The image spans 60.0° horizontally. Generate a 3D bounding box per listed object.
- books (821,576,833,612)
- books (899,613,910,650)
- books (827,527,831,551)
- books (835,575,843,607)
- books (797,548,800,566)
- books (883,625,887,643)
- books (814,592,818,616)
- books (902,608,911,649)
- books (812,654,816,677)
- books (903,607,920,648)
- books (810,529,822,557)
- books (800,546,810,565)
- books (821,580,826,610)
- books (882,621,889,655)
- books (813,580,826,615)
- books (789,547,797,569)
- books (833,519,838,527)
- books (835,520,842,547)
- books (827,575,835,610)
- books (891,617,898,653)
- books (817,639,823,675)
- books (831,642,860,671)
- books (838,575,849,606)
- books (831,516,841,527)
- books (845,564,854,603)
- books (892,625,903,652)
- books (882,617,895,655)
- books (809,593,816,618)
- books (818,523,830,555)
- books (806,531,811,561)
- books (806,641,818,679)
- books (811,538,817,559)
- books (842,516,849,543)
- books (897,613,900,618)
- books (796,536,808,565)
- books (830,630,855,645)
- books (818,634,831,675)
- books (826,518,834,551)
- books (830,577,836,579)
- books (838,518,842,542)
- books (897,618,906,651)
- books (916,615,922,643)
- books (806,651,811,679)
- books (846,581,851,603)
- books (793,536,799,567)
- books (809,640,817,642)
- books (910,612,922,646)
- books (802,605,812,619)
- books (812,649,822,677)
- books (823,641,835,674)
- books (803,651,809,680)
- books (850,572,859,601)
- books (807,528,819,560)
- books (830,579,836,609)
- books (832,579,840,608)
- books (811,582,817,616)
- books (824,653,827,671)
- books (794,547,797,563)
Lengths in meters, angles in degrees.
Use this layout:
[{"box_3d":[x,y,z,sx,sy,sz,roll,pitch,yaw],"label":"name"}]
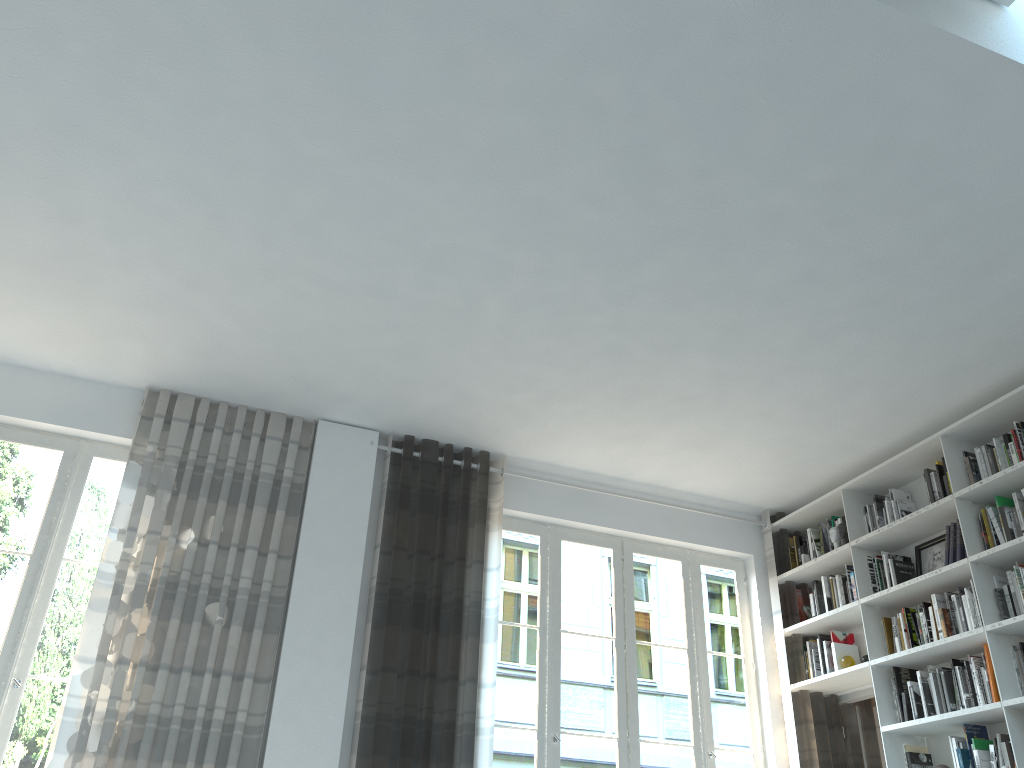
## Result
[{"box_3d":[2.137,1.419,5.845,0.179,0.284,0.021,13,-32,-18],"label":"books"},{"box_3d":[2.359,1.472,5.172,0.187,0.251,0.014,13,-32,-18],"label":"books"},{"box_3d":[2.202,1.091,5.976,0.130,0.256,0.031,13,-32,-18],"label":"books"},{"box_3d":[2.189,1.377,5.746,0.167,0.259,0.026,13,-32,-18],"label":"books"},{"box_3d":[2.074,1.248,6.189,0.167,0.193,0.024,13,-32,-18],"label":"books"},{"box_3d":[2.306,1.556,5.297,0.151,0.231,0.022,13,-32,-18],"label":"books"},{"box_3d":[2.105,1.495,5.920,0.172,0.227,0.023,13,-32,-18],"label":"books"},{"box_3d":[2.369,1.454,5.167,0.164,0.279,0.020,13,-32,-18],"label":"books"},{"box_3d":[2.059,1.882,5.831,0.160,0.196,0.029,13,-32,-18],"label":"books"},{"box_3d":[2.365,1.446,5.150,0.164,0.276,0.011,13,-32,-18],"label":"books"},{"box_3d":[2.140,1.120,6.034,0.191,0.261,0.057,13,-32,-18],"label":"books"},{"box_3d":[2.089,1.226,6.144,0.182,0.185,0.028,13,-32,-18],"label":"books"},{"box_3d":[2.141,1.451,5.901,0.133,0.286,0.028,13,-32,-18],"label":"books"},{"box_3d":[2.308,1.557,5.319,0.161,0.252,0.012,13,-32,-18],"label":"books"},{"box_3d":[2.110,1.460,5.913,0.186,0.281,0.023,13,-32,-18],"label":"books"},{"box_3d":[2.040,1.273,6.258,0.188,0.218,0.014,13,-32,-18],"label":"books"},{"box_3d":[2.228,1.041,5.907,0.158,0.274,0.013,13,-32,-18],"label":"books"},{"box_3d":[2.230,1.033,5.862,0.168,0.242,0.025,13,-32,-18],"label":"books"},{"box_3d":[2.166,1.407,5.829,0.155,0.290,0.038,13,-32,-18],"label":"books"},{"box_3d":[2.333,1.522,5.262,0.153,0.257,0.062,13,-32,-18],"label":"books"},{"box_3d":[2.084,1.816,5.799,0.156,0.280,0.022,13,-32,-18],"label":"books"},{"box_3d":[2.129,1.763,5.638,0.187,0.210,0.030,13,-32,-18],"label":"books"},{"box_3d":[2.199,1.368,5.721,0.166,0.249,0.030,13,-32,-18],"label":"books"},{"box_3d":[2.216,1.045,5.954,0.129,0.313,0.029,13,-32,-18],"label":"books"},{"box_3d":[2.230,1.310,5.672,0.189,0.301,0.012,13,-32,-18],"label":"books"},{"box_3d":[2.326,1.523,5.203,0.175,0.194,0.027,13,-32,-18],"label":"books"},{"box_3d":[2.305,1.533,5.288,0.180,0.262,0.012,13,-32,-18],"label":"books"},{"box_3d":[2.092,1.532,5.972,0.166,0.216,0.034,13,-32,-18],"label":"books"},{"box_3d":[2.173,1.092,6.005,0.182,0.281,0.039,13,-32,-18],"label":"books"},{"box_3d":[2.117,1.164,6.130,0.160,0.279,0.010,13,-32,-18],"label":"books"},{"box_3d":[2.043,1.856,5.870,0.170,0.280,0.023,13,-32,-18],"label":"books"},{"box_3d":[2.132,1.161,6.049,0.175,0.205,0.030,13,-32,-18],"label":"books"},{"box_3d":[2.253,1.005,5.830,0.147,0.258,0.027,13,-32,-18],"label":"books"},{"box_3d":[2.349,1.489,5.210,0.151,0.261,0.010,13,-32,-18],"label":"books"},{"box_3d":[2.080,1.203,6.186,0.177,0.268,0.025,13,-32,-18],"label":"books"},{"box_3d":[2.135,1.738,5.681,0.179,0.297,0.013,13,-32,-18],"label":"books"},{"box_3d":[2.084,1.781,5.754,0.187,0.295,0.013,13,-32,-18],"label":"books"},{"box_3d":[2.198,1.057,5.966,0.145,0.302,0.014,13,-32,-18],"label":"books"},{"box_3d":[2.167,1.403,5.800,0.162,0.267,0.013,13,-32,-18],"label":"books"},{"box_3d":[2.247,1.020,5.849,0.179,0.252,0.021,13,-32,-18],"label":"books"},{"box_3d":[2.352,1.493,5.184,0.172,0.228,0.031,13,-32,-18],"label":"books"},{"box_3d":[2.406,1.443,5.098,0.149,0.229,0.012,13,-32,-18],"label":"books"},{"box_3d":[2.031,1.896,5.880,0.163,0.221,0.013,13,-32,-18],"label":"books"},{"box_3d":[2.226,1.375,5.693,0.138,0.211,0.028,13,-32,-18],"label":"books"},{"box_3d":[2.066,1.217,6.226,0.175,0.284,0.014,13,-32,-18],"label":"books"},{"box_3d":[2.058,1.860,5.897,0.135,0.301,0.013,13,-32,-18],"label":"books"},{"box_3d":[2.391,1.448,5.125,0.134,0.248,0.047,13,-32,-18],"label":"books"},{"box_3d":[2.073,1.588,6.028,0.129,0.175,0.122,13,-32,-18],"label":"books"},{"box_3d":[2.059,1.862,5.818,0.181,0.219,0.010,13,-32,-18],"label":"books"},{"box_3d":[2.098,1.782,5.696,0.189,0.235,0.022,13,-32,-18],"label":"books"},{"box_3d":[2.025,1.900,5.892,0.179,0.227,0.013,13,-32,-18],"label":"books"},{"box_3d":[2.242,1.316,5.609,0.191,0.228,0.029,13,-32,-18],"label":"books"},{"box_3d":[2.132,1.143,6.095,0.189,0.282,0.028,13,-32,-18],"label":"books"},{"box_3d":[2.171,1.406,5.785,0.192,0.247,0.012,13,-32,-18],"label":"books"},{"box_3d":[2.178,1.401,5.771,0.174,0.242,0.022,13,-32,-18],"label":"books"},{"box_3d":[2.104,1.488,5.974,0.162,0.295,0.012,13,-32,-18],"label":"books"},{"box_3d":[2.102,1.820,5.718,0.181,0.192,0.024,13,-32,-18],"label":"books"},{"box_3d":[2.067,1.254,6.228,0.151,0.222,0.024,13,-32,-18],"label":"books"}]
